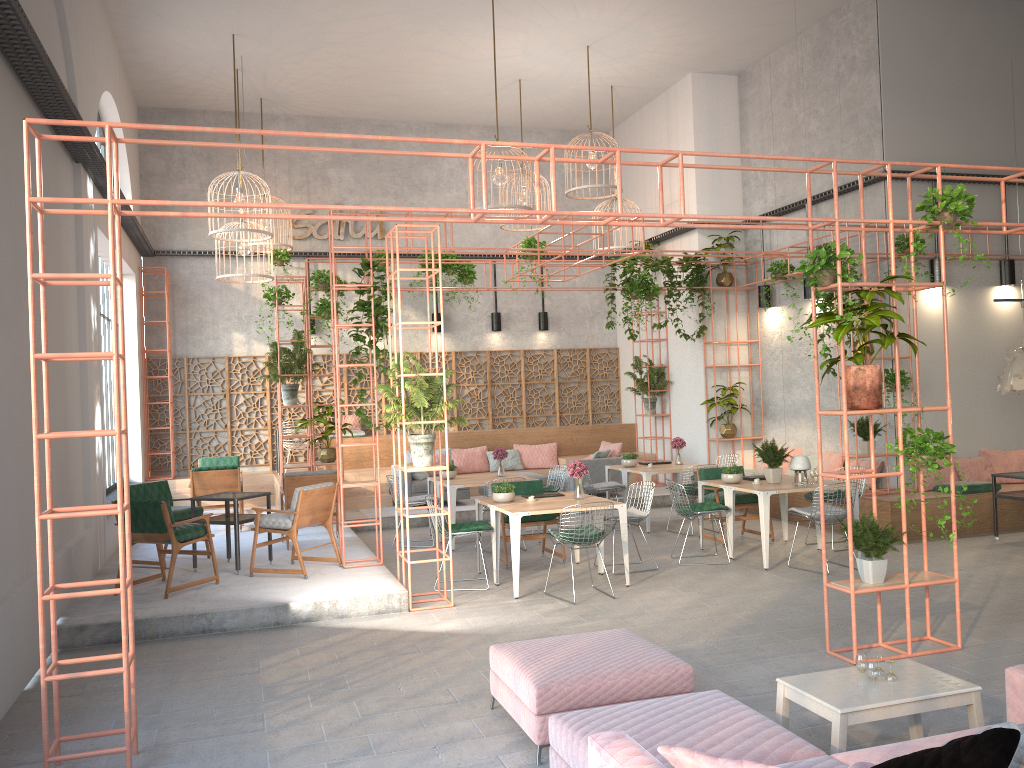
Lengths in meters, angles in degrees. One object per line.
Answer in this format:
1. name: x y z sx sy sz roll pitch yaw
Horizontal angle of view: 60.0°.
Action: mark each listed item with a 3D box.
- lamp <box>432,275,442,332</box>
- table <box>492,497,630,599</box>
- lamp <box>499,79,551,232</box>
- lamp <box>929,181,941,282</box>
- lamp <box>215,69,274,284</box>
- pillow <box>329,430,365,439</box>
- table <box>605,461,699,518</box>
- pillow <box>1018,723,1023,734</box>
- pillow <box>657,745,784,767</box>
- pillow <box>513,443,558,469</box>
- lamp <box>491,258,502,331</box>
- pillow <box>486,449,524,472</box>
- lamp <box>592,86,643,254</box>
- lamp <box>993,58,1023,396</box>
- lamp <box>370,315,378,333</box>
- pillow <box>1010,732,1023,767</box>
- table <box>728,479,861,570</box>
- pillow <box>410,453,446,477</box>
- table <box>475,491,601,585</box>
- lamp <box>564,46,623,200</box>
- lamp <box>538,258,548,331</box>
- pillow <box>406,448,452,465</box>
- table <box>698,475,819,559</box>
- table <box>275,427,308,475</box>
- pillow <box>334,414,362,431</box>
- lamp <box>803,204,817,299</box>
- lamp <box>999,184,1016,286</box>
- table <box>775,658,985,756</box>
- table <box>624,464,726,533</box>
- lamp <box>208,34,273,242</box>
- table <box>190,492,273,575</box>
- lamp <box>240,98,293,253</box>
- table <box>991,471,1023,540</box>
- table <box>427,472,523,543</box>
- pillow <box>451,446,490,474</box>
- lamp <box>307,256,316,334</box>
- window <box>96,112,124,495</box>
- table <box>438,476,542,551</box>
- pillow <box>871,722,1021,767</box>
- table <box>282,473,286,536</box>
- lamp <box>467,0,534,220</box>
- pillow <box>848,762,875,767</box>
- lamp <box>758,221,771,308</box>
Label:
1. lamp: -1.463 -1.713 17.047 0.185 1.436 0.185 -2 -1 24
2. table: 0.489 1.646 9.047 1.214 0.830 0.694 -2 -1 -17
3. lamp: 0.170 -4.404 15.062 0.883 3.476 0.883 -3 -1 35
4. lamp: 5.764 -2.053 12.062 0.179 1.425 0.185 -2 -1 -17
5. lamp: -4.303 -3.391 14.105 0.883 3.476 0.883 -3 -1 35
6. pillow: -3.007 0.918 16.081 0.637 0.149 0.491 -2 -1 -16
7. table: 2.097 1.622 13.248 1.205 0.830 0.694 -2 -1 -17
8. pillow: 2.162 1.368 3.521 0.307 0.324 0.500 -2 -1 18
9. pillow: 0.775 1.381 2.969 0.495 0.349 0.308 -3 -1 32
10. pillow: 0.441 1.350 16.582 0.839 0.474 0.276 -2 -1 3
11. lamp: -0.329 -1.752 17.399 0.185 1.436 0.185 -2 -1 24
12. pillow: -0.132 1.415 16.381 0.666 0.385 0.289 -2 -1 -22
13. lamp: 1.796 -4.042 15.532 0.883 3.476 0.883 -3 -1 35
14. lamp: 7.748 -1.922 11.077 4.456 4.052 0.704 -2 -1 -17
15. lamp: -2.633 -1.673 16.684 0.185 1.436 0.185 -2 -1 24
16. pillow: 2.024 1.319 3.165 0.666 0.385 0.289 -2 -1 -17
17. table: 3.141 1.542 9.888 1.214 0.830 0.694 -2 -1 -17
18. pillow: -1.389 1.382 15.005 0.666 0.385 0.289 -2 -1 -17
19. table: 0.280 1.662 9.711 1.205 0.830 0.694 -2 -1 -17
20. lamp: 1.199 -4.676 13.714 0.883 3.476 0.883 -3 -1 35
21. lamp: 0.606 -1.785 17.689 0.179 1.436 0.185 -2 -1 -17
22. pillow: -1.422 1.353 15.153 0.839 0.474 0.276 -2 -1 -17
23. table: 2.931 1.558 10.552 1.205 0.830 0.694 -2 -1 -17
24. table: -3.822 1.157 15.546 0.602 0.798 0.635 -2 -1 -17
25. pillow: -3.015 0.715 16.375 0.499 0.324 0.307 -2 -1 -2
26. lamp: 4.444 -1.989 13.280 0.185 1.425 0.179 -2 -1 -17
27. lamp: 6.918 -2.093 12.419 0.179 1.425 0.185 -2 -1 -17
28. table: 1.852 1.736 4.486 0.916 0.455 0.520 -2 -1 -17
29. table: 2.307 1.606 12.584 1.214 0.830 0.694 -2 -1 -17
30. lamp: -3.960 -3.854 12.775 0.883 3.476 0.883 -3 -1 35
31. table: -3.049 1.607 9.653 0.635 0.798 0.602 -2 -1 23
32. lamp: -4.339 -4.093 15.497 0.883 3.476 0.883 -3 -1 35
33. table: 6.159 1.468 10.494 0.602 0.798 0.635 -2 -1 -17
34. table: -0.514 1.712 12.439 1.205 0.830 0.694 -2 -1 -17
35. pillow: -0.782 1.392 16.203 0.839 0.474 0.276 -2 -1 -27
36. lamp: -3.745 -1.634 16.339 0.185 1.436 0.185 -2 -1 24
37. window: -5.817 -1.219 12.430 0.089 5.544 4.126 -2 -1 -17
38. table: -0.304 1.696 11.776 1.214 0.830 0.694 -2 -1 -17
39. pillow: 1.186 1.317 2.760 0.836 0.476 0.273 -2 -1 -17
40. table: -2.835 1.628 12.185 0.602 0.798 0.635 -2 -1 -17
41. lamp: -0.207 -4.008 11.892 0.883 3.476 0.883 -3 -1 35
42. pillow: 1.222 1.384 3.050 0.479 0.317 0.441 -2 -1 -36
43. lamp: 4.087 -1.961 14.434 0.185 1.425 0.179 -2 -1 -17
